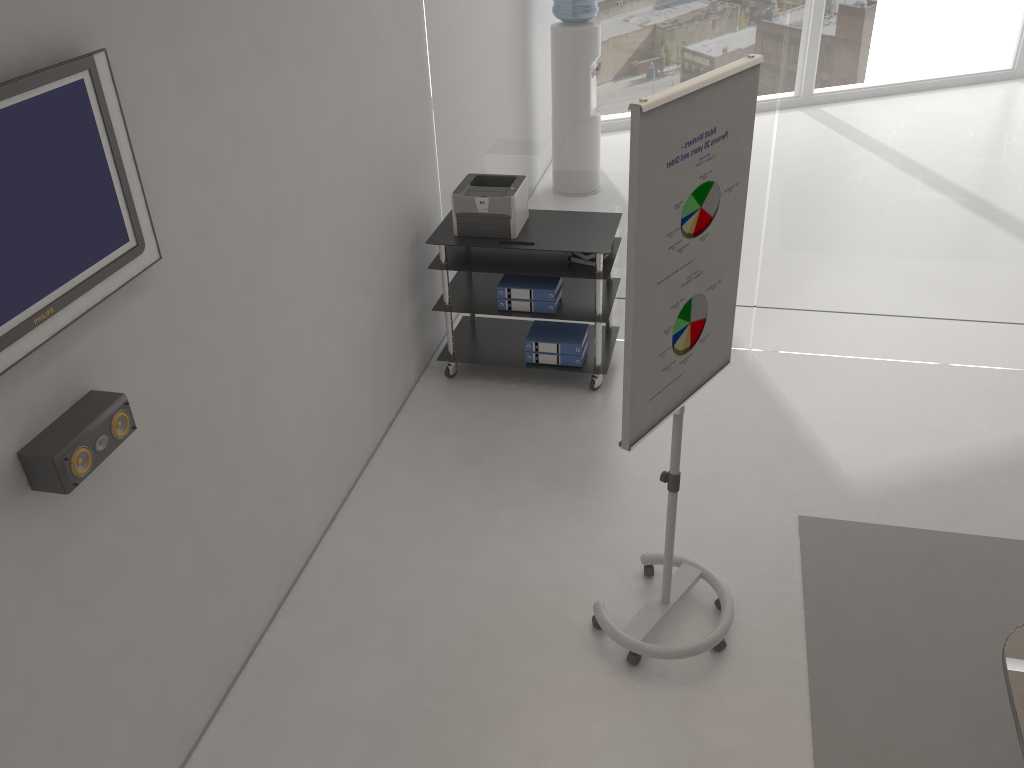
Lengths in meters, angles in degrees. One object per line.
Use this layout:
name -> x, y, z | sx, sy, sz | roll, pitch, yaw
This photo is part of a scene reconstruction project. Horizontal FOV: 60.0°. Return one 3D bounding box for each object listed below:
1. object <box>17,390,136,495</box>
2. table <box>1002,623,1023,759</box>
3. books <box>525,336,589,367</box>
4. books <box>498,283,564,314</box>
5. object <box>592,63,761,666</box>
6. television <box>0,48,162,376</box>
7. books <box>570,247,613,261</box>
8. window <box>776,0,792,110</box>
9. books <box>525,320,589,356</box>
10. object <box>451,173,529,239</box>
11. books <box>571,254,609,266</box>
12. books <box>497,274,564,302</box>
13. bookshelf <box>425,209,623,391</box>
object -> -1.128, 0.148, 2.331 | 0.123, 0.117, 0.298 | 5, 32, 12
table -> 2.709, 1.423, 1.875 | 3.054, 0.721, 1.372 | 5, 32, 12
books -> 0.261, -0.200, 5.071 | 0.320, 0.077, 0.263 | 5, 32, 12
books -> 0.108, -0.487, 4.947 | 0.320, 0.077, 0.263 | 5, 32, 12
object -> 0.553, 0.046, 2.985 | 0.560, 2.088, 0.553 | -3, 32, 0
television -> -1.177, -0.360, 2.043 | 0.049, 0.590, 1.013 | 5, 32, 12
books -> 0.425, -0.730, 4.804 | 0.183, 0.032, 0.164 | -21, 36, -27
window -> 4.528, -5.295, 9.059 | 8.533, 4.498, 0.100 | -11, 33, -13
books -> 0.258, -0.263, 5.034 | 0.320, 0.077, 0.263 | 5, 32, 12
object -> -0.114, -0.976, 4.836 | 0.351, 0.235, 0.350 | 5, 32, 12
books -> 0.421, -0.697, 4.812 | 0.146, 0.028, 0.170 | 16, 36, 28
books -> 0.105, -0.550, 4.910 | 0.320, 0.077, 0.263 | 5, 32, 12
bookshelf -> 0.096, -0.489, 5.071 | 0.985, 0.855, 0.567 | 5, 32, 12
